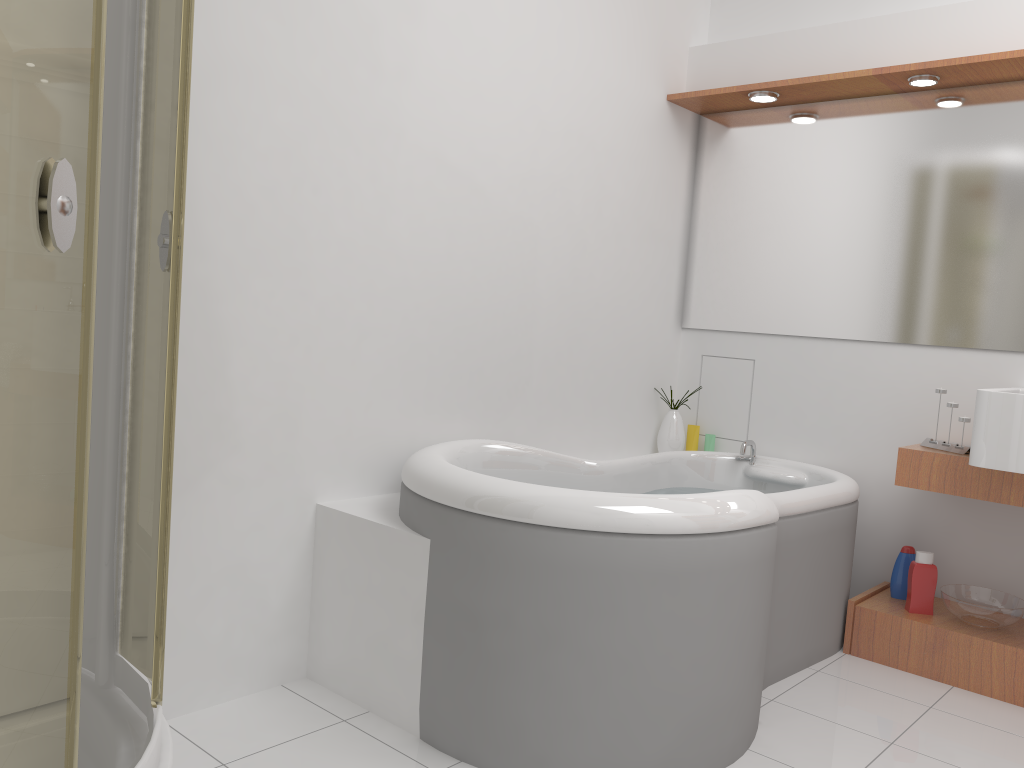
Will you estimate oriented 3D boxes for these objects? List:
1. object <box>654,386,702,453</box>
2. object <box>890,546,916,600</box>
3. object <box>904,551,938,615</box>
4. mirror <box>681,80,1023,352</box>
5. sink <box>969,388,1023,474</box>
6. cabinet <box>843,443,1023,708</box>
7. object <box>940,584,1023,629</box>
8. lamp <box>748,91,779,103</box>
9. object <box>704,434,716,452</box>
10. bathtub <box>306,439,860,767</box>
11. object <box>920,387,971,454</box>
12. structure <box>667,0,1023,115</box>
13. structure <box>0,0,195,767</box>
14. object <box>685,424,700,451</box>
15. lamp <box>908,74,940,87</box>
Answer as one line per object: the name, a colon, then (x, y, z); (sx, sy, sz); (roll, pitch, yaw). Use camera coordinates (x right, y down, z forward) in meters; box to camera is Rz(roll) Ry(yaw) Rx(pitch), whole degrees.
object: (0.671, 0.166, 3.621); (0.215, 0.326, 0.154); (3, 4, -18)
object: (1.351, 0.649, 3.042); (0.092, 0.190, 0.044); (5, 4, 8)
object: (1.340, 0.651, 2.898); (0.079, 0.207, 0.046); (5, 4, 6)
mirror: (1.712, -0.548, 2.891); (2.600, 0.887, 0.022); (8, 6, 41)
sink: (1.721, 0.254, 2.526); (0.657, 0.673, 0.552); (8, 6, 41)
cabinet: (1.857, 0.633, 2.529); (1.635, 0.719, 0.355); (8, 6, 41)
object: (1.497, 0.720, 2.828); (0.245, 0.090, 0.245); (5, 4, 13)
lamp: (0.937, -1.071, 3.306); (0.113, 0.021, 0.113); (5, 4, 12)
object: (0.810, 0.273, 3.644); (0.038, 0.133, 0.038); (3, 4, -15)
bathtub: (0.448, 0.542, 2.783); (1.055, 0.674, 1.863); (8, 6, 41)
object: (1.416, 0.115, 2.860); (0.059, 0.203, 0.182); (3, 4, -18)
structure: (1.664, -1.105, 2.754); (2.606, 0.240, 0.287); (8, 6, 41)
structure: (-0.846, -0.240, 1.249); (0.932, 2.234, 0.933); (8, 6, 41)
object: (0.751, 0.252, 3.696); (0.047, 0.162, 0.047); (2, 5, -23)
lamp: (1.375, -1.014, 2.964); (0.098, 0.018, 0.098); (2, 5, -28)
